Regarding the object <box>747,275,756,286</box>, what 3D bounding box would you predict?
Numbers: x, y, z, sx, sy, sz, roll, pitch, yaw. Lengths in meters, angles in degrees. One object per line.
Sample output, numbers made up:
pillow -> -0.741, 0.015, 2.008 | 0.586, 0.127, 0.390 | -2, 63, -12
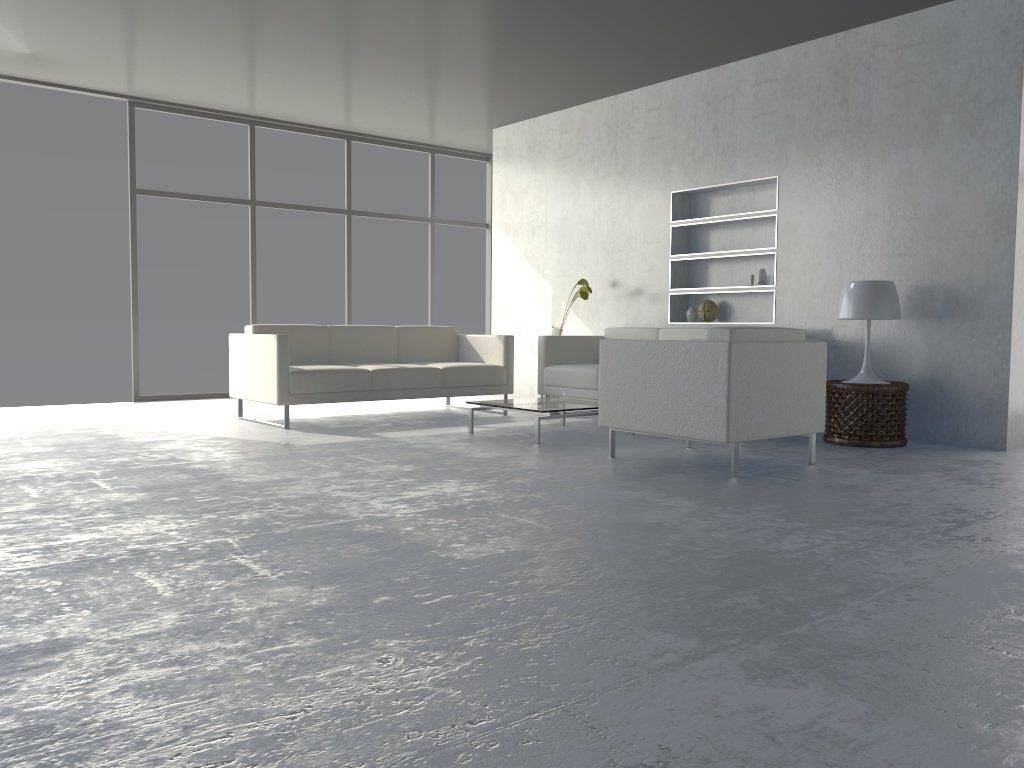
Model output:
object -> 1.686, -0.721, 6.231 | 0.074, 0.094, 0.074 | 1, 4, 15

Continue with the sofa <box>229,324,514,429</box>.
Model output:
sofa -> -0.961, -0.094, 6.376 | 1.881, 0.658, 0.821 | -2, 5, -39

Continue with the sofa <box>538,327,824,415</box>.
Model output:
sofa -> 1.081, -0.061, 6.135 | 0.821, 0.658, 1.881 | -2, 5, -39

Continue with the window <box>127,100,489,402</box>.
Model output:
window -> -1.561, -1.150, 8.602 | 4.080, 2.477, 0.037 | -2, 5, -39

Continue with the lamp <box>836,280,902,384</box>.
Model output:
lamp -> 2.039, -0.294, 5.080 | 0.347, 0.582, 0.347 | 2, 4, 20

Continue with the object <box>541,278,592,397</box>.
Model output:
object -> 0.449, -0.315, 6.990 | 0.387, 1.051, 0.400 | 0, 4, -11

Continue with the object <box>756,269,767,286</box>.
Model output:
object -> 1.734, -0.735, 6.160 | 0.079, 0.130, 0.079 | -3, 5, -40

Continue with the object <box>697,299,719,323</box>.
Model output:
object -> 1.425, -0.534, 6.526 | 0.163, 0.179, 0.088 | 4, 5, 41

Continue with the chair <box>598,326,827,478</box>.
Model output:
chair -> 0.965, 0.048, 4.351 | 0.748, 0.662, 0.821 | -2, 5, -39

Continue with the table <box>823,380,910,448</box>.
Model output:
table -> 2.036, 0.166, 5.107 | 0.452, 0.358, 0.452 | 2, 4, 26

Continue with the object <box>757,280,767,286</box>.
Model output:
object -> 1.719, -0.690, 6.092 | 0.064, 0.050, 0.064 | -2, 4, -33

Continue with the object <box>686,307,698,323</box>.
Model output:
object -> 1.352, -0.516, 6.660 | 0.086, 0.128, 0.086 | -1, 4, -28

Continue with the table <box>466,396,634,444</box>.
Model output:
table -> 0.242, 0.211, 5.427 | 0.773, 0.190, 0.730 | -2, 5, -39
